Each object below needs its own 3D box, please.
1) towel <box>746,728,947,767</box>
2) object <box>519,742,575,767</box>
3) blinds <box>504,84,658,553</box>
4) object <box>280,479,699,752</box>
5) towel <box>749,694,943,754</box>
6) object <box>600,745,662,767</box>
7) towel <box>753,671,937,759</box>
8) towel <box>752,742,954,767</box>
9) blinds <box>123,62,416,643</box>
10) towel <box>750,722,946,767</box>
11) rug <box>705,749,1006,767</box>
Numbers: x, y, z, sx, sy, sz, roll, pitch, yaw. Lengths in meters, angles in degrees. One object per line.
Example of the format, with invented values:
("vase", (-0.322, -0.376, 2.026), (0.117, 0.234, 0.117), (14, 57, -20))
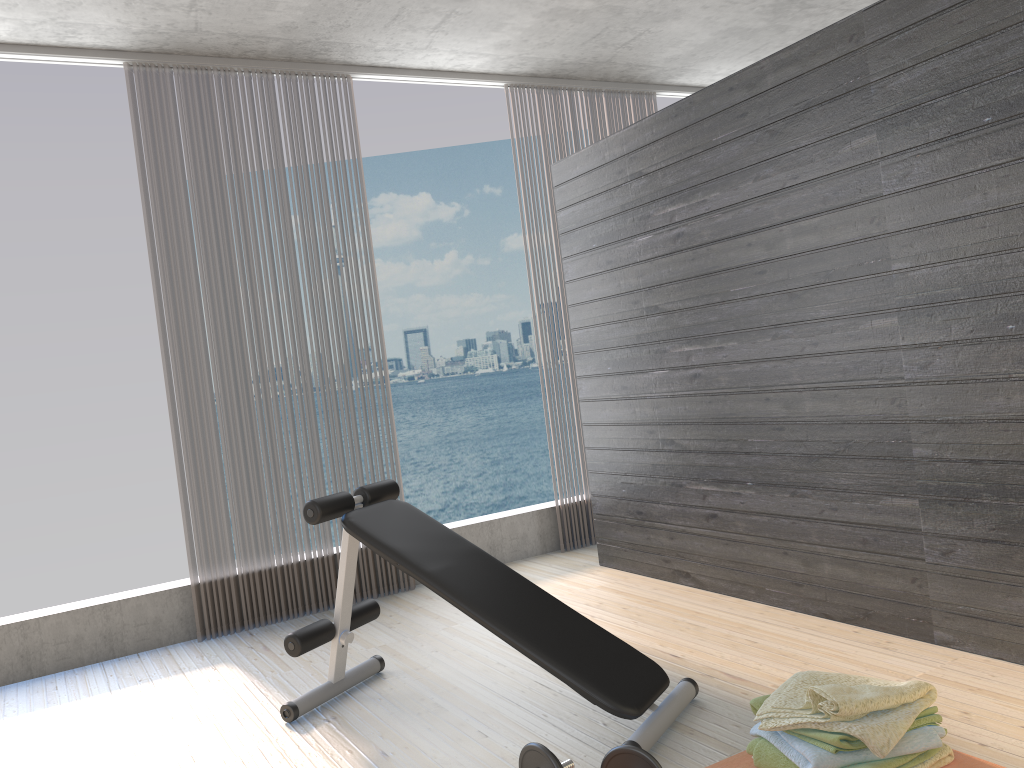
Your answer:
("towel", (0.846, 0.916, 2.252), (0.380, 0.081, 0.367), (-8, 1, -31))
("object", (-0.001, 0.983, 2.127), (0.385, 0.176, 0.176), (-8, 1, -37))
("blinds", (0.600, -0.443, 5.426), (1.133, 2.744, 0.069), (-8, 1, -29))
("object", (-0.143, 0.695, 2.884), (1.312, 0.746, 0.505), (-6, 1, 30))
("towel", (0.860, 0.851, 2.295), (0.376, 0.085, 0.371), (-7, 1, -24))
("object", (0.236, 0.946, 2.009), (0.176, 0.176, 0.385), (-6, 1, 33))
("towel", (0.844, 0.799, 2.268), (0.373, 0.123, 0.384), (-6, 1, 45))
("towel", (0.870, 0.936, 2.255), (0.376, 0.044, 0.371), (-8, 1, -30))
("blinds", (-1.163, -0.211, 4.439), (1.133, 2.744, 0.069), (-8, 1, -29))
("towel", (0.848, 0.890, 2.276), (0.383, 0.078, 0.383), (-7, 1, -12))
("rug", (-0.085, 1.087, 1.575), (2.779, 0.002, 0.716), (-8, 1, -29))
